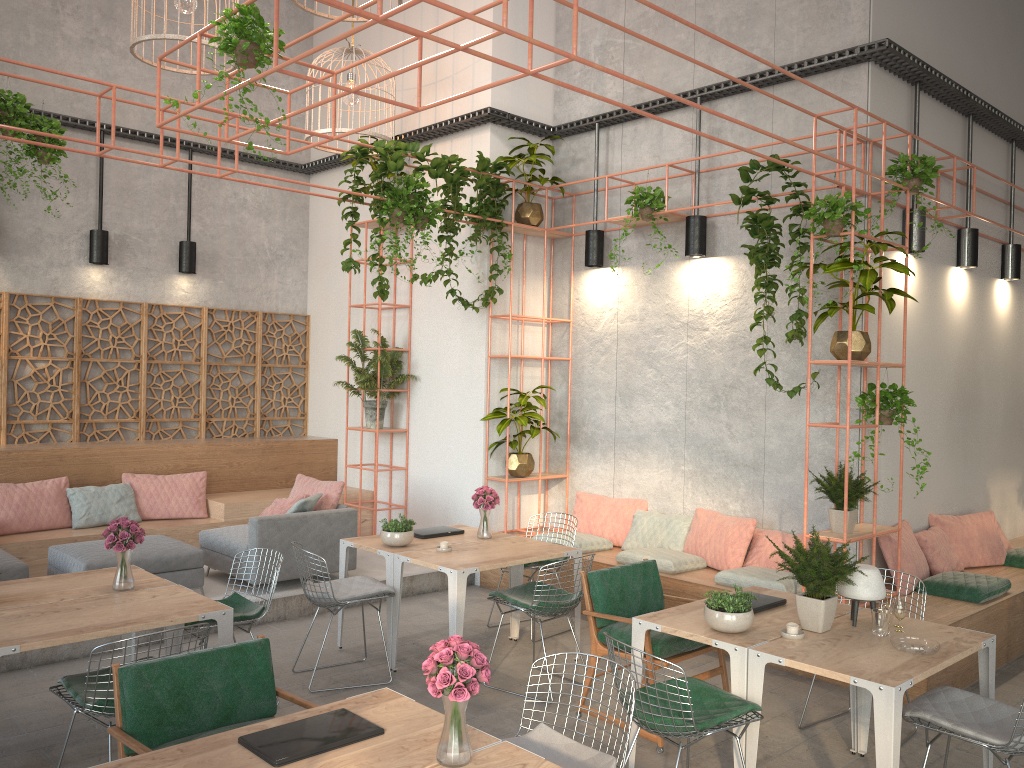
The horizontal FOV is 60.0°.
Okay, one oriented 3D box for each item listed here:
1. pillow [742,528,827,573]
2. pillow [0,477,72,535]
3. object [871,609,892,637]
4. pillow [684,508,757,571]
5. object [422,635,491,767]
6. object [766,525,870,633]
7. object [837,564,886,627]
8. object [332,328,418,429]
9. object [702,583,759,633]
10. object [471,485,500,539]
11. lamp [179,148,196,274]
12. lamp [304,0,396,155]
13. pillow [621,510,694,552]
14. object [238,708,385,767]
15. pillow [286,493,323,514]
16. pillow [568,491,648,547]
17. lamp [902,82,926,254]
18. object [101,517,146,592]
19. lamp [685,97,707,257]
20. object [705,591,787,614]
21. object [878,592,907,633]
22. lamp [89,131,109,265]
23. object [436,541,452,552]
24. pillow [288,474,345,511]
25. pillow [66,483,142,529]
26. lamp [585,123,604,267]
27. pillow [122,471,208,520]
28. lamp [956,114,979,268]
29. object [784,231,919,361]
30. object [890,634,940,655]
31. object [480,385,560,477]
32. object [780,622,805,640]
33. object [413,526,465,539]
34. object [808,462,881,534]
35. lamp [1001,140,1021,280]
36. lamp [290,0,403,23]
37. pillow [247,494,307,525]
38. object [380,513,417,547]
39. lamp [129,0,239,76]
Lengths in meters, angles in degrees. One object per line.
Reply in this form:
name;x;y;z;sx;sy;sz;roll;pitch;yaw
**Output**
pillow;2.239;1.416;7.299;0.666;0.385;0.289;2;0;42
pillow;-4.513;1.137;8.272;0.276;0.474;0.839;2;0;37
object;1.853;1.199;4.449;0.095;0.119;0.095;1;0;-19
pillow;1.781;1.355;7.751;0.276;0.474;0.839;1;0;-23
object;-0.186;1.028;2.889;0.213;0.414;0.225;2;0;39
object;1.540;0.990;4.530;0.368;0.527;0.438;1;0;-43
object;1.836;1.113;4.664;0.241;0.313;0.241;1;0;2
object;-1.520;-0.058;9.787;0.900;1.097;0.894;1;0;-14
object;1.096;1.122;4.481;0.254;0.247;0.248;1;0;-43
object;-0.211;0.996;6.901;0.213;0.414;0.225;2;0;39
lamp;-3.727;-1.994;10.224;0.179;1.436;0.185;1;0;-44
lamp;-1.569;-4.122;8.819;0.883;3.476;0.883;1;0;9
pillow;1.357;1.391;8.229;0.666;0.385;0.289;2;0;42
object;-0.690;1.219;3.065;0.427;0.031;0.268;1;0;-43
pillow;-1.952;1.194;8.130;0.308;0.349;0.495;1;0;6
pillow;0.932;1.331;8.710;0.839;0.474;0.276;2;0;37
lamp;3.391;-1.821;7.457;0.179;1.425;0.185;1;0;-44
object;-2.200;0.959;5.017;0.213;0.414;0.225;2;0;39
lamp;1.667;-1.863;7.967;0.185;1.425;0.179;1;0;-44
object;1.320;1.232;4.992;0.427;0.031;0.268;1;0;-43
object;1.984;1.188;4.622;0.165;0.154;0.210;2;0;36
lamp;-4.438;-2.007;9.551;0.185;1.436;0.185;1;0;-3
object;-0.488;1.164;6.381;0.115;0.078;0.115;1;0;-38
pillow;-1.946;1.146;8.593;0.273;0.476;0.836;1;0;-43
pillow;-4.011;1.193;8.719;0.289;0.385;0.666;2;0;42
lamp;0.836;-1.887;8.844;0.185;1.425;0.179;1;0;-44
pillow;-3.583;1.154;9.153;0.839;0.474;0.276;1;0;-23
lamp;4.268;-1.804;8.288;0.179;1.425;0.185;1;0;-44
object;2.452;-0.640;6.351;0.903;0.947;0.934;1;0;8
object;1.916;1.241;4.216;0.218;0.041;0.218;1;0;-35
object;0.046;0.466;8.908;0.903;0.919;0.934;1;0;18
object;1.391;1.217;4.396;0.115;0.078;0.115;1;0;-38
object;-0.621;1.177;7.041;0.427;0.031;0.268;1;0;-43
object;2.407;0.827;6.489;0.368;0.527;0.438;1;0;-43
lamp;5.137;-1.788;9.112;0.179;1.425;0.185;1;0;-44
lamp;-1.261;-4.742;6.926;0.883;3.476;0.883;1;0;9
pillow;-2.223;1.205;8.496;0.479;0.317;0.441;1;0;28
object;-0.844;1.067;6.531;0.254;0.247;0.248;1;0;-43
lamp;-2.794;-4.563;7.679;0.883;3.476;0.883;1;0;9
